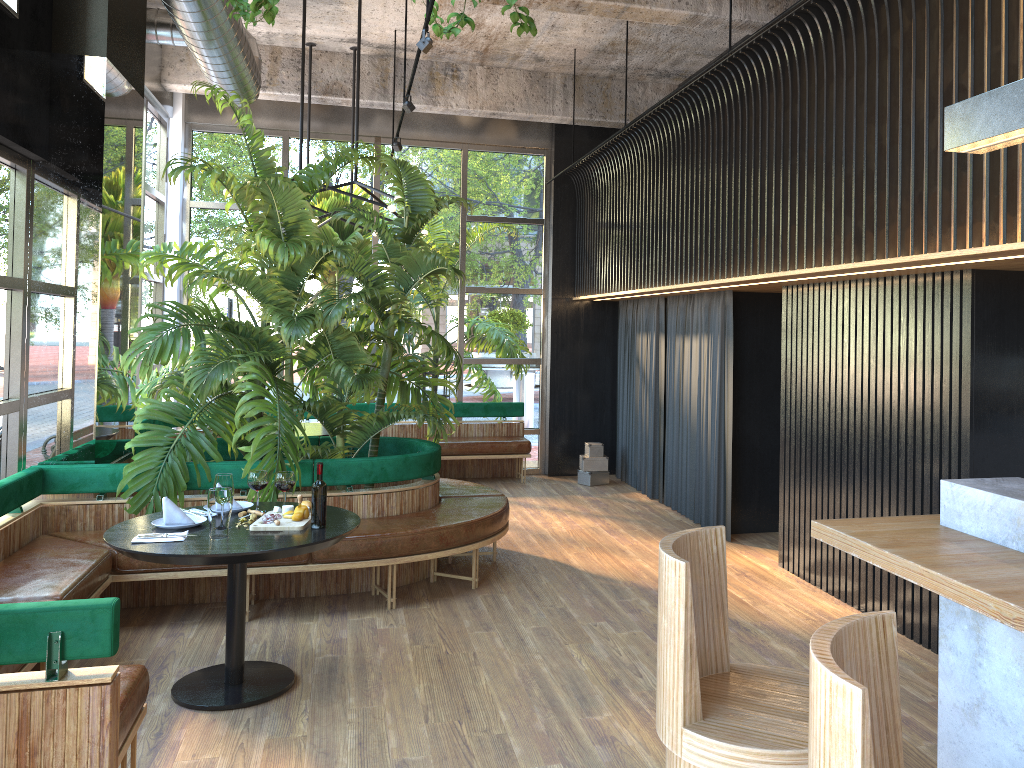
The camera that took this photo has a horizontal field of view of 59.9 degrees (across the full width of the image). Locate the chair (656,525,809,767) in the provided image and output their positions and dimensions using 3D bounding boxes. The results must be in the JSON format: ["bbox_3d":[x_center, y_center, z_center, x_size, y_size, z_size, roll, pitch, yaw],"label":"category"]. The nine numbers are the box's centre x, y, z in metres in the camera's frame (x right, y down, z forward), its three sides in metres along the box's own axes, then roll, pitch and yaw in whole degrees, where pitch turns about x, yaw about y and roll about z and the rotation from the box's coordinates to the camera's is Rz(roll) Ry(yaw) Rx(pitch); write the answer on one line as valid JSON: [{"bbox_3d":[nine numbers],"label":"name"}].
[{"bbox_3d":[0.652,0.917,2.335,0.551,0.969,0.544,1,0,-3],"label":"chair"}]

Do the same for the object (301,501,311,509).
[{"bbox_3d":[-1.029,0.606,4.403,0.060,0.072,0.205,1,3,-21],"label":"object"}]

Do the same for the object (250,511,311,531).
[{"bbox_3d":[-1.071,0.644,4.195,0.241,0.019,0.351,1,4,-2],"label":"object"}]

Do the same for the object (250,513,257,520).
[{"bbox_3d":[-1.231,0.633,4.229,0.033,0.032,0.036,1,2,-15],"label":"object"}]

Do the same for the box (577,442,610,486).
[{"bbox_3d":[0.895,0.869,9.716,0.343,0.442,0.271,1,0,-24],"label":"box"}]

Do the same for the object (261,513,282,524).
[{"bbox_3d":[-1.126,0.628,4.177,0.103,0.013,0.218,1,4,-7],"label":"object"}]

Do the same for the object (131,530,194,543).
[{"bbox_3d":[-1.499,0.659,3.849,0.261,0.019,0.154,0,4,-14],"label":"object"}]

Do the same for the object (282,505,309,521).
[{"bbox_3d":[-1.022,0.602,4.203,0.099,0.064,0.162,-1,3,-42],"label":"object"}]

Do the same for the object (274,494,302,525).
[{"bbox_3d":[-1.033,0.578,4.109,0.145,0.124,0.096,0,1,-32],"label":"object"}]

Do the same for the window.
[{"bbox_3d":[0.144,-1.567,0.116,4.235,6.486,19.940,1,3,-10],"label":"window"}]

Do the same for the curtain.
[{"bbox_3d":[1.489,0.133,8.698,0.124,2.056,3.206,1,2,-11],"label":"curtain"}]

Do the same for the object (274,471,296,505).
[{"bbox_3d":[-1.130,0.539,4.412,0.106,0.201,0.099,1,0,-24],"label":"object"}]

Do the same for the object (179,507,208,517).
[{"bbox_3d":[-1.579,0.626,4.340,0.244,0.019,0.165,4,4,37],"label":"object"}]

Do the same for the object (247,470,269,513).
[{"bbox_3d":[-1.266,0.536,4.418,0.106,0.201,0.099,1,0,-24],"label":"object"}]

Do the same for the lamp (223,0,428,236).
[{"bbox_3d":[1.408,-1.860,0.709,5.203,1.820,18.512,0,4,-11],"label":"lamp"}]

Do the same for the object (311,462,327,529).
[{"bbox_3d":[-0.891,0.513,4.106,0.068,0.299,0.068,1,-1,4],"label":"object"}]

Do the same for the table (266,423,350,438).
[{"bbox_3d":[-1.986,0.781,7.925,1.148,0.750,1.053,0,2,-33],"label":"table"}]

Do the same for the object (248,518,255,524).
[{"bbox_3d":[-1.216,0.639,4.141,0.033,0.031,0.039,1,2,13],"label":"object"}]

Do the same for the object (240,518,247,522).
[{"bbox_3d":[-1.267,0.641,4.191,0.033,0.019,0.037,1,3,0],"label":"object"}]

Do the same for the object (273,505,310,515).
[{"bbox_3d":[-1.069,0.609,4.294,0.196,0.038,0.063,2,3,20],"label":"object"}]

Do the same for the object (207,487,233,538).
[{"bbox_3d":[-1.283,0.564,3.897,0.102,0.209,0.109,1,0,22],"label":"object"}]

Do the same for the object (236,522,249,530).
[{"bbox_3d":[-1.245,0.651,4.093,0.063,0.013,0.145,0,4,-17],"label":"object"}]

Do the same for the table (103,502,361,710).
[{"bbox_3d":[-1.281,1.030,4.124,1.152,0.750,1.049,-1,3,-44],"label":"table"}]

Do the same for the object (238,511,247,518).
[{"bbox_3d":[-1.305,0.631,4.301,0.024,0.025,0.046,1,3,7],"label":"object"}]

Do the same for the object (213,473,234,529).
[{"bbox_3d":[-1.320,0.535,4.057,0.096,0.245,0.089,1,-1,-30],"label":"object"}]

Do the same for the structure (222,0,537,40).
[{"bbox_3d":[-0.573,-2.737,5.261,2.123,1.516,1.446,2,1,16],"label":"structure"}]

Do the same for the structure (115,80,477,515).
[{"bbox_3d":[-1.514,-0.402,6.447,2.526,3.435,2.569,1,1,-28],"label":"structure"}]

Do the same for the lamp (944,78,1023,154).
[{"bbox_3d":[3.368,-1.652,0.252,5.121,2.130,6.563,0,3,-18],"label":"lamp"}]

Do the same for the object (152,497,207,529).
[{"bbox_3d":[-1.533,0.587,4.100,0.242,0.139,0.224,0,3,-29],"label":"object"}]

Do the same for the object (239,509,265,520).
[{"bbox_3d":[-1.248,0.630,4.289,0.099,0.028,0.127,1,3,3],"label":"object"}]

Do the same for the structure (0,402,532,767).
[{"bbox_3d":[1.196,0.908,0.375,6.169,1.547,19.698,0,4,-11],"label":"structure"}]

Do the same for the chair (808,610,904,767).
[{"bbox_3d":[0.796,0.968,1.555,0.572,0.969,0.522,1,0,-38],"label":"chair"}]

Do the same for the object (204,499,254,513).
[{"bbox_3d":[-1.421,0.567,4.459,0.242,0.139,0.224,0,3,-29],"label":"object"}]

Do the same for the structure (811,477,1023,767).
[{"bbox_3d":[3.725,0.872,0.163,5.980,1.728,6.977,0,3,-13],"label":"structure"}]

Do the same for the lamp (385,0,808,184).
[{"bbox_3d":[-0.348,-2.291,4.579,3.882,1.529,9.809,0,4,-14],"label":"lamp"}]
